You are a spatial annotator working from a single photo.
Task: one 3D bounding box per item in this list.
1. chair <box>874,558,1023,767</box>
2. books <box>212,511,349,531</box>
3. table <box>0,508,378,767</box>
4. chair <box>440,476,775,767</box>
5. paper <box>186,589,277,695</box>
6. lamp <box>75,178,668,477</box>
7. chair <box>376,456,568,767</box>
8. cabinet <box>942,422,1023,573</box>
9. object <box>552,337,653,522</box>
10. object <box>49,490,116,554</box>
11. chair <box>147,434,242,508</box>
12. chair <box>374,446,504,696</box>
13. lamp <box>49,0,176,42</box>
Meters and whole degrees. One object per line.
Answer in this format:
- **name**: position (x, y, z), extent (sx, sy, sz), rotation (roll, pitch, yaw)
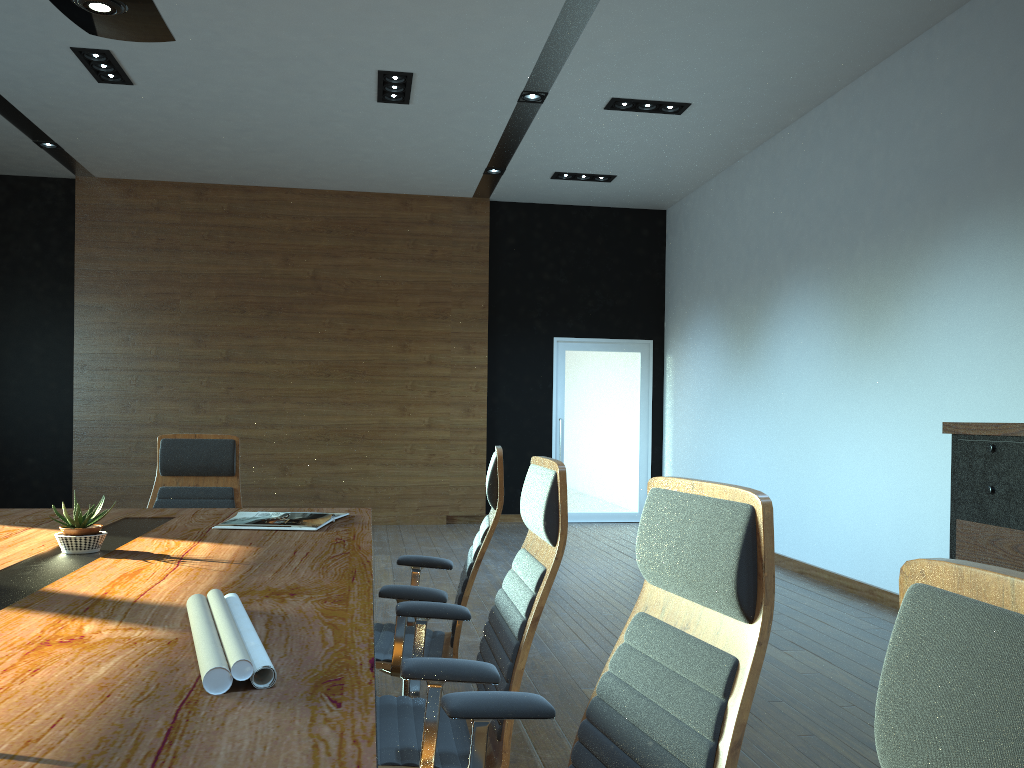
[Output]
- **chair**: position (0.051, 0.689, 0.520), extent (0.696, 1.128, 0.706), rotation (1, 0, -8)
- **books**: position (-0.902, 0.530, 3.535), extent (0.389, 0.033, 0.545), rotation (1, -2, 2)
- **table**: position (-1.099, 0.861, 1.247), extent (1.785, 0.797, 5.544), rotation (1, -2, -9)
- **chair**: position (0.026, 0.724, 1.448), extent (0.696, 1.128, 0.706), rotation (1, 0, -17)
- **paper**: position (-0.955, 0.409, 0.853), extent (0.628, 0.083, 2.243), rotation (0, -2, 31)
- **lamp**: position (-2.420, -0.397, 7.294), extent (9.392, 3.708, 16.689), rotation (1, -2, -9)
- **chair**: position (-0.223, 0.751, 2.283), extent (0.696, 1.128, 0.706), rotation (1, 0, -9)
- **cabinet**: position (2.608, 0.765, 3.130), extent (0.767, 1.233, 2.349), rotation (1, -2, -9)
- **object**: position (1.051, 0.552, 10.497), extent (1.197, 2.160, 0.200), rotation (1, 0, -9)
- **object**: position (-1.331, 0.424, 2.733), extent (0.177, 0.188, 0.153), rotation (1, -1, -34)
- **chair**: position (-1.529, 0.801, 4.103), extent (0.706, 1.128, 0.696), rotation (1, 0, -7)
- **chair**: position (-0.366, 0.781, 3.140), extent (0.696, 1.128, 0.706), rotation (1, 0, -2)
- **lamp**: position (-1.284, -1.811, 2.647), extent (0.340, 1.199, 1.197), rotation (1, -1, -9)
